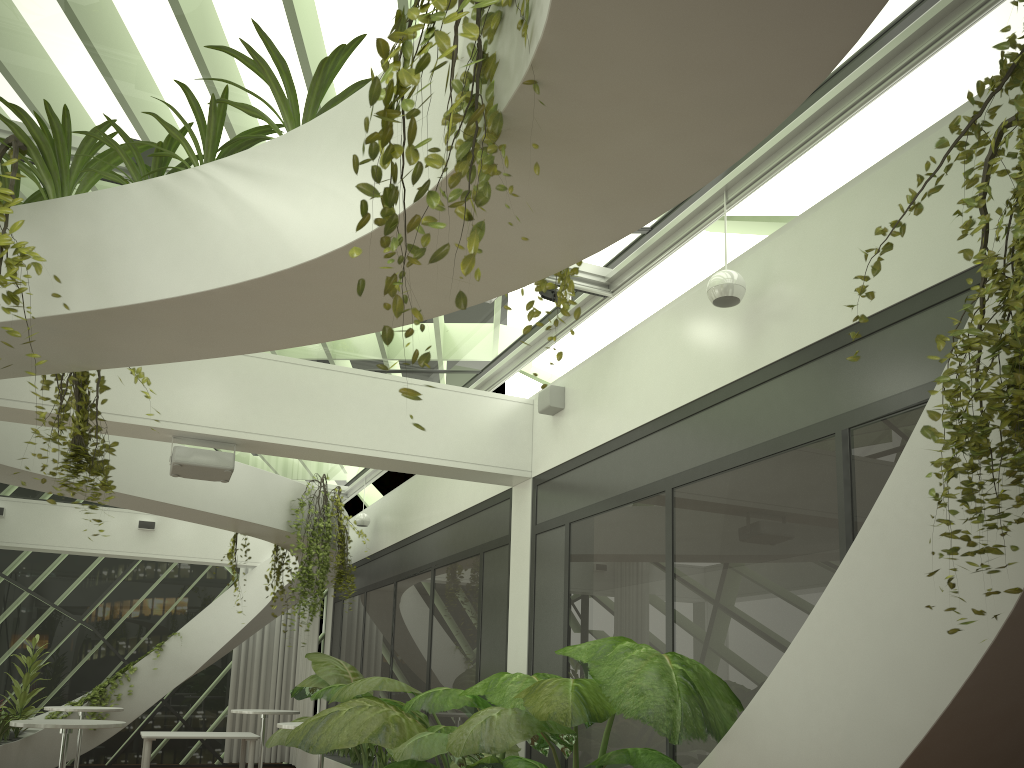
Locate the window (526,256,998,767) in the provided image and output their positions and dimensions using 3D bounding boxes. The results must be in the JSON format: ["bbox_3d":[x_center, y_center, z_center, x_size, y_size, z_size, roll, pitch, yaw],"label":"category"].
[{"bbox_3d":[1.588,1.294,4.024,0.050,3.134,7.312,6,-18,-22],"label":"window"}]

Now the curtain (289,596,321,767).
[{"bbox_3d":[-3.455,4.399,14.876,0.161,3.961,1.024,6,-12,-24],"label":"curtain"}]

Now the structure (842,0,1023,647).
[{"bbox_3d":[1.437,-0.371,2.323,0.616,2.050,1.098,4,-13,-11],"label":"structure"}]

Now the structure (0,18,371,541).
[{"bbox_3d":[-2.531,-0.022,4.506,4.661,2.244,1.487,-8,-16,29],"label":"structure"}]

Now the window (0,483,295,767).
[{"bbox_3d":[-6.291,4.111,14.796,5.784,4.498,0.039,9,-13,-23],"label":"window"}]

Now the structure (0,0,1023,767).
[{"bbox_3d":[-1.136,0.795,2.929,5.946,4.082,25.188,7,-20,-16],"label":"structure"}]

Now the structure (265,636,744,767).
[{"bbox_3d":[-1.228,3.136,7.589,1.796,1.659,9.175,8,-20,-22],"label":"structure"}]

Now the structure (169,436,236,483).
[{"bbox_3d":[-2.342,0.567,6.623,0.466,0.267,0.399,9,-18,-23],"label":"structure"}]

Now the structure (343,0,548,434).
[{"bbox_3d":[-0.603,-0.952,0.933,1.239,1.796,3.306,-6,-19,31],"label":"structure"}]

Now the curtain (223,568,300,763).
[{"bbox_3d":[-4.259,4.554,15.392,1.240,3.961,0.163,7,-12,-25],"label":"curtain"}]

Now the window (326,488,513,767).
[{"bbox_3d":[-1.464,3.557,10.804,0.050,3.134,7.404,6,-18,-22],"label":"window"}]

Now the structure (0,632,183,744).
[{"bbox_3d":[-6.392,3.892,11.377,2.032,1.614,4.956,0,-18,8],"label":"structure"}]

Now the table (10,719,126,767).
[{"bbox_3d":[-3.654,3.300,7.098,0.856,1.061,0.887,-1,-14,11],"label":"table"}]

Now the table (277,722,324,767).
[{"bbox_3d":[-1.729,3.645,7.929,0.856,1.061,0.887,-1,-14,11],"label":"table"}]

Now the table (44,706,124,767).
[{"bbox_3d":[-5.107,4.377,10.326,0.856,1.061,0.887,-1,-14,11],"label":"table"}]

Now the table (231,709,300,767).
[{"bbox_3d":[-3.182,4.723,11.157,0.856,1.061,0.887,-1,-14,11],"label":"table"}]

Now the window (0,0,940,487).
[{"bbox_3d":[-2.872,-0.586,7.701,5.733,0.053,17.237,10,-21,-21],"label":"window"}]

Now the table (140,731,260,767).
[{"bbox_3d":[-4.328,5.187,12.041,1.513,0.695,1.100,9,-18,-23],"label":"table"}]

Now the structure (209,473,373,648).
[{"bbox_3d":[-2.609,2.069,10.327,1.447,2.007,1.682,-6,-16,30],"label":"structure"}]
